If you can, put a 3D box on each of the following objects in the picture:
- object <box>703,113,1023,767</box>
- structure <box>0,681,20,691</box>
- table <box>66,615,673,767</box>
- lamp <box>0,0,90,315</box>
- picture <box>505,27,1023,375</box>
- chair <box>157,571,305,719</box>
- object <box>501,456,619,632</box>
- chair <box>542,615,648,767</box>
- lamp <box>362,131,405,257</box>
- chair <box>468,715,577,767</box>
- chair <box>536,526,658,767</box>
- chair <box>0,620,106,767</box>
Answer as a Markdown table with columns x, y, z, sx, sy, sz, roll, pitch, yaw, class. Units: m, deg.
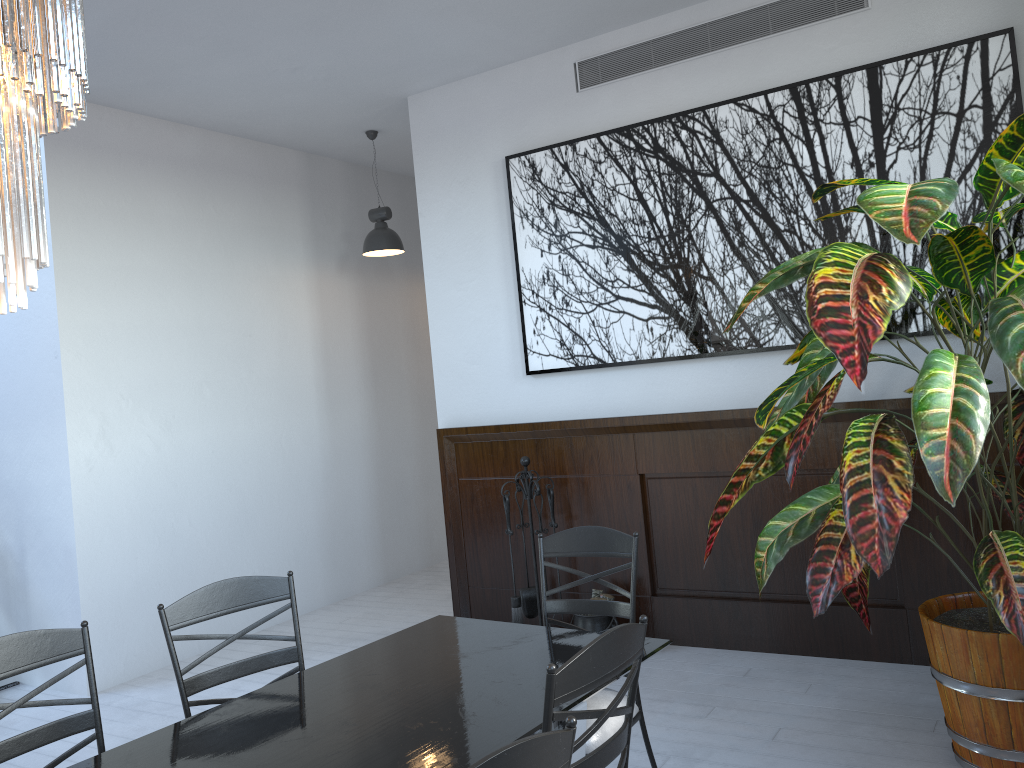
| x | y | z | sx | sy | sz | roll | pitch | yaw | class |
| --- | --- | --- | --- | --- | --- | --- | --- | --- | --- |
| 1.507 | 0.192 | 3.025 | 1.810 | 2.245 | 1.737 | -5 | -1 | -26 | object |
| -5.528 | 0.840 | 4.123 | 4.607 | 3.357 | 4.494 | -6 | -1 | 32 | structure |
| -0.458 | 1.168 | 1.970 | 0.889 | 0.697 | 1.999 | -6 | 0 | 37 | table |
| -1.269 | -0.908 | 1.238 | 0.439 | 1.628 | 1.274 | -7 | -2 | 37 | lamp |
| 1.123 | -0.790 | 4.464 | 2.586 | 1.281 | 0.037 | -6 | -2 | 32 | picture |
| -0.666 | 1.061 | 2.502 | 0.497 | 0.965 | 0.502 | -4 | -2 | -34 | chair |
| 0.259 | 0.907 | 4.790 | 0.635 | 1.052 | 0.322 | -6 | -2 | 27 | object |
| 0.028 | 0.997 | 1.889 | 0.502 | 0.965 | 0.497 | -7 | -2 | 34 | chair |
| -0.942 | -1.346 | 6.235 | 0.296 | 0.861 | 0.296 | -5 | -2 | -3 | lamp |
| -0.175 | 1.019 | 1.381 | 0.502 | 0.965 | 0.497 | -7 | -2 | 40 | chair |
| 0.183 | 0.977 | 2.799 | 0.495 | 0.965 | 0.504 | -7 | -2 | 39 | chair |
| -1.037 | 1.099 | 2.091 | 0.502 | 0.965 | 0.497 | -7 | -2 | 40 | chair |
